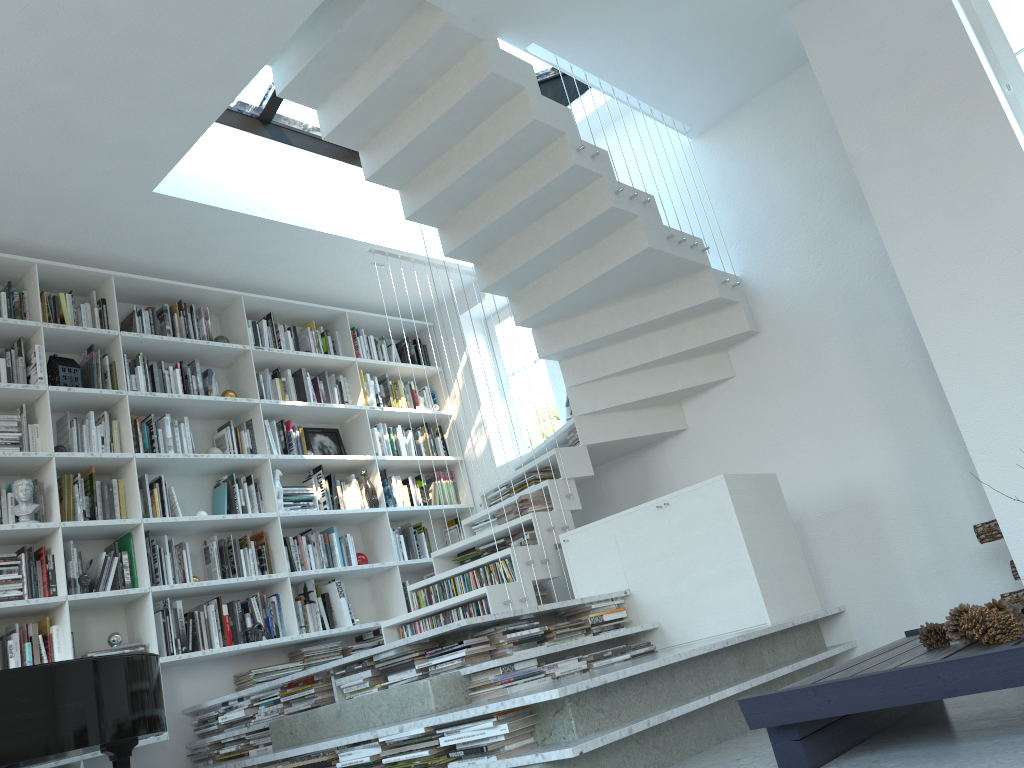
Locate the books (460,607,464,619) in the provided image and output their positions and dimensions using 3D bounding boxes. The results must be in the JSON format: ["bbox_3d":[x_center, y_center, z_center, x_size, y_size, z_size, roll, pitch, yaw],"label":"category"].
[{"bbox_3d":[-0.205,1.195,4.531,0.008,0.125,0.125,-28,-22,37],"label":"books"}]

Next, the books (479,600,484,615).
[{"bbox_3d":[-0.104,1.140,4.443,0.010,0.125,0.125,-28,-22,37],"label":"books"}]

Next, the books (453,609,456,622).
[{"bbox_3d":[-0.245,1.216,4.565,0.008,0.125,0.125,-28,-22,37],"label":"books"}]

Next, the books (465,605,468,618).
[{"bbox_3d":[-0.180,1.181,4.509,0.007,0.125,0.125,-28,-22,37],"label":"books"}]

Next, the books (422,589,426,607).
[{"bbox_3d":[-0.441,1.202,4.945,0.007,0.125,0.125,-28,-22,37],"label":"books"}]

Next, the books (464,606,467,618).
[{"bbox_3d":[-0.186,1.184,4.514,0.008,0.125,0.125,-28,-22,37],"label":"books"}]

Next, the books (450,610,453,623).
[{"bbox_3d":[-0.262,1.225,4.579,0.010,0.125,0.125,-28,-22,37],"label":"books"}]

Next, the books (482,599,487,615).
[{"bbox_3d":[-0.088,1.132,4.429,0.010,0.125,0.125,-28,-22,37],"label":"books"}]

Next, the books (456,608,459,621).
[{"bbox_3d":[-0.229,1.207,4.551,0.008,0.125,0.125,-28,-22,37],"label":"books"}]

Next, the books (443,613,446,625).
[{"bbox_3d":[-0.299,1.245,4.612,0.008,0.125,0.125,-28,-22,37],"label":"books"}]

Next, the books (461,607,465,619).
[{"bbox_3d":[-0.200,1.192,4.526,0.010,0.125,0.125,-28,-22,37],"label":"books"}]

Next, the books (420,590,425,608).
[{"bbox_3d":[-0.455,1.209,4.957,0.012,0.125,0.125,-28,-22,37],"label":"books"}]

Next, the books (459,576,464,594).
[{"bbox_3d":[-0.222,1.084,4.755,0.008,0.125,0.125,-28,-22,37],"label":"books"}]

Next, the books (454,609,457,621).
[{"bbox_3d":[-0.240,1.213,4.560,0.008,0.125,0.125,-28,-22,37],"label":"books"}]

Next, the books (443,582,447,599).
[{"bbox_3d":[-0.317,1.135,4.838,0.008,0.125,0.125,-28,-22,37],"label":"books"}]

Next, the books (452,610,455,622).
[{"bbox_3d":[-0.250,1.219,4.570,0.008,0.125,0.125,-28,-22,37],"label":"books"}]

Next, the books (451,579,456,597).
[{"bbox_3d":[-0.267,1.108,4.794,0.010,0.125,0.125,-28,-22,37],"label":"books"}]

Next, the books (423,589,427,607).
[{"bbox_3d":[-0.436,1.199,4.941,0.007,0.125,0.125,-28,-22,37],"label":"books"}]

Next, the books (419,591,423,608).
[{"bbox_3d":[-0.461,1.212,4.962,0.010,0.125,0.125,-28,-22,37],"label":"books"}]

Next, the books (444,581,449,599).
[{"bbox_3d":[-0.310,1.131,4.831,0.012,0.125,0.125,-28,-22,37],"label":"books"}]

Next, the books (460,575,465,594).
[{"bbox_3d":[-0.217,1.081,4.751,0.008,0.125,0.125,-28,-22,37],"label":"books"}]

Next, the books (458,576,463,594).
[{"bbox_3d":[-0.227,1.087,4.760,0.008,0.125,0.125,-28,-22,37],"label":"books"}]

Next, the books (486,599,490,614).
[{"bbox_3d":[-0.073,1.124,4.417,0.009,0.125,0.125,-28,-22,37],"label":"books"}]

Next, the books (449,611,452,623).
[{"bbox_3d":[-0.267,1.228,4.584,0.009,0.125,0.125,-28,-22,37],"label":"books"}]

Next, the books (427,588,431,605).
[{"bbox_3d":[-0.413,1.187,4.921,0.010,0.125,0.125,-28,-22,37],"label":"books"}]

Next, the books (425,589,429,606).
[{"bbox_3d":[-0.425,1.193,4.931,0.008,0.125,0.125,-28,-22,37],"label":"books"}]

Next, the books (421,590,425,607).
[{"bbox_3d":[-0.447,1.205,4.950,0.008,0.125,0.125,-28,-22,37],"label":"books"}]

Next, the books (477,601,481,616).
[{"bbox_3d":[-0.118,1.148,4.455,0.009,0.125,0.125,-28,-22,37],"label":"books"}]

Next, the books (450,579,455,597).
[{"bbox_3d":[-0.275,1.113,4.801,0.014,0.125,0.125,-28,-22,37],"label":"books"}]

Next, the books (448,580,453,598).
[{"bbox_3d":[-0.290,1.120,4.814,0.007,0.125,0.125,-28,-22,37],"label":"books"}]

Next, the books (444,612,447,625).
[{"bbox_3d":[-0.294,1.242,4.607,0.008,0.125,0.125,-28,-22,37],"label":"books"}]

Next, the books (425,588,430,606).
[{"bbox_3d":[-0.420,1.190,4.926,0.008,0.125,0.125,-28,-22,37],"label":"books"}]

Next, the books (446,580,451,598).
[{"bbox_3d":[-0.297,1.124,4.820,0.009,0.125,0.125,-28,-22,37],"label":"books"}]

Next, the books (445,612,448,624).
[{"bbox_3d":[-0.289,1.239,4.603,0.008,0.125,0.125,-28,-22,37],"label":"books"}]

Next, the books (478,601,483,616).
[{"bbox_3d":[-0.111,1.144,4.449,0.007,0.125,0.125,-28,-22,37],"label":"books"}]

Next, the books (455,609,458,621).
[{"bbox_3d":[-0.235,1.210,4.556,0.007,0.125,0.125,-28,-22,37],"label":"books"}]

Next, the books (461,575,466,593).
[{"bbox_3d":[-0.211,1.078,4.746,0.007,0.125,0.125,-28,-22,37],"label":"books"}]

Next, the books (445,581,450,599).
[{"bbox_3d":[-0.302,1.127,4.824,0.010,0.125,0.125,-28,-22,37],"label":"books"}]

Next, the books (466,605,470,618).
[{"bbox_3d":[-0.175,1.178,4.504,0.007,0.125,0.125,-28,-22,37],"label":"books"}]

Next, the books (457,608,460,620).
[{"bbox_3d":[-0.222,1.204,4.545,0.011,0.125,0.125,-28,-22,37],"label":"books"}]

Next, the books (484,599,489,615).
[{"bbox_3d":[-0.080,1.128,4.422,0.013,0.125,0.125,-28,-22,37],"label":"books"}]

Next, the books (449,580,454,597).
[{"bbox_3d":[-0.283,1.117,4.808,0.010,0.125,0.125,-28,-22,37],"label":"books"}]

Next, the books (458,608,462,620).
[{"bbox_3d":[-0.217,1.201,4.541,0.011,0.125,0.125,-28,-22,37],"label":"books"}]

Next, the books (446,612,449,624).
[{"bbox_3d":[-0.284,1.237,4.599,0.008,0.125,0.125,-28,-22,37],"label":"books"}]

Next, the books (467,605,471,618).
[{"bbox_3d":[-0.169,1.175,4.500,0.007,0.125,0.125,-28,-22,37],"label":"books"}]

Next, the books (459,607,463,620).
[{"bbox_3d":[-0.211,1.198,4.536,0.008,0.125,0.125,-28,-22,37],"label":"books"}]

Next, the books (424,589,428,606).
[{"bbox_3d":[-0.431,1.196,4.936,0.007,0.125,0.125,-28,-22,37],"label":"books"}]

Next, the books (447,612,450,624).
[{"bbox_3d":[-0.278,1.234,4.594,0.007,0.125,0.125,-28,-22,37],"label":"books"}]

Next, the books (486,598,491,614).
[{"bbox_3d":[-0.066,1.120,4.410,0.011,0.125,0.125,-28,-22,37],"label":"books"}]

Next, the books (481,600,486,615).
[{"bbox_3d":[-0.096,1.136,4.436,0.014,0.125,0.125,-28,-22,37],"label":"books"}]

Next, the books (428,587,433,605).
[{"bbox_3d":[-0.406,1.183,4.914,0.010,0.125,0.125,-28,-22,37],"label":"books"}]

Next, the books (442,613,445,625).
[{"bbox_3d":[-0.305,1.248,4.617,0.008,0.125,0.125,-28,-22,37],"label":"books"}]

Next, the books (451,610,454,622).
[{"bbox_3d":[-0.257,1.222,4.575,0.010,0.125,0.125,-28,-22,37],"label":"books"}]

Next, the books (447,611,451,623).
[{"bbox_3d":[-0.273,1.231,4.589,0.008,0.125,0.125,-28,-22,37],"label":"books"}]

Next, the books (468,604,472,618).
[{"bbox_3d":[-0.164,1.172,4.495,0.008,0.125,0.125,-28,-22,37],"label":"books"}]

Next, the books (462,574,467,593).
[{"bbox_3d":[-0.206,1.076,4.742,0.008,0.125,0.125,-28,-22,37],"label":"books"}]

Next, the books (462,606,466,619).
[{"bbox_3d":[-0.193,1.188,4.520,0.012,0.125,0.125,-28,-22,37],"label":"books"}]
